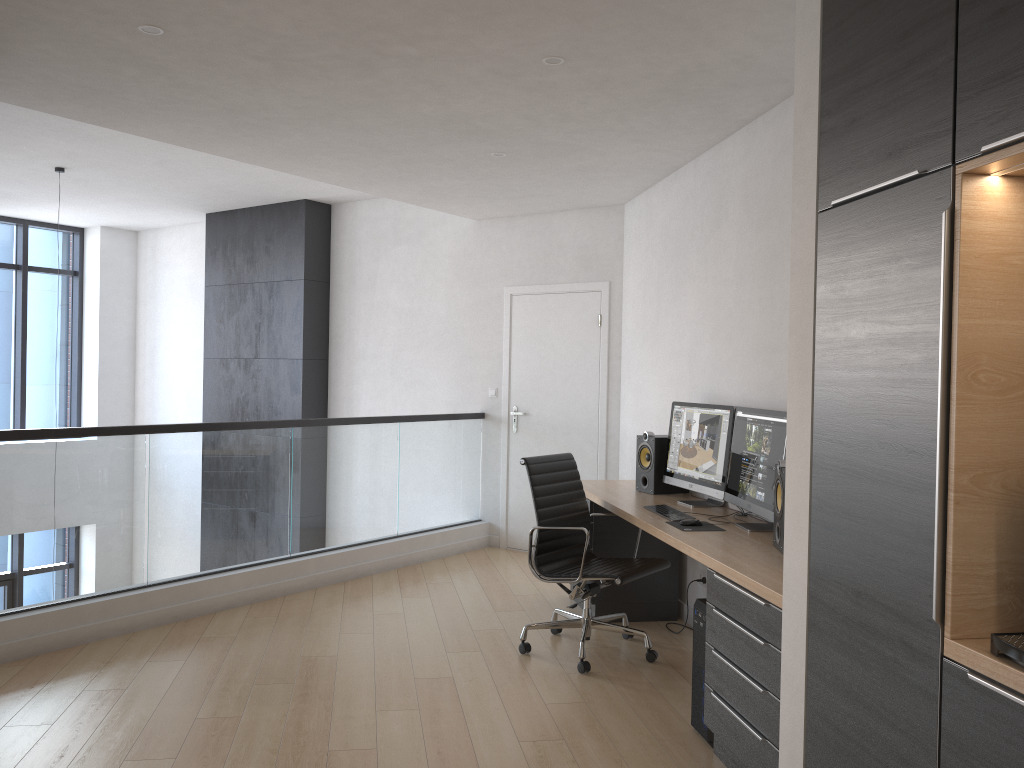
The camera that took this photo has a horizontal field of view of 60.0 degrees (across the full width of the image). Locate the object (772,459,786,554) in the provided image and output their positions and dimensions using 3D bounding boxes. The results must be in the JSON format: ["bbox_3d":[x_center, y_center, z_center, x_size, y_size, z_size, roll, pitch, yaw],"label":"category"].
[{"bbox_3d":[1.165,0.476,3.472,0.249,0.354,0.198,1,1,6],"label":"object"}]

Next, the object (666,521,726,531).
[{"bbox_3d":[0.823,0.640,3.991,0.200,0.002,0.250,1,1,-9],"label":"object"}]

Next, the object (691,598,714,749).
[{"bbox_3d":[0.969,1.134,3.510,0.474,0.527,0.215,1,1,-9],"label":"object"}]

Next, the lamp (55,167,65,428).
[{"bbox_3d":[-3.666,0.528,7.122,1.000,4.513,1.000,2,1,37],"label":"lamp"}]

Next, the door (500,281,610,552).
[{"bbox_3d":[0.318,0.286,6.953,0.974,2.136,0.085,2,1,36],"label":"door"}]

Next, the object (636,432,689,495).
[{"bbox_3d":[0.875,0.454,5.169,0.249,0.354,0.198,1,1,-24],"label":"object"}]

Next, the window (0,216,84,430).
[{"bbox_3d":[-5.365,-0.588,9.680,0.170,2.402,1.310,2,1,36],"label":"window"}]

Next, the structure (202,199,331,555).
[{"bbox_3d":[-2.598,1.454,8.595,1.500,6.351,0.722,2,1,36],"label":"structure"}]

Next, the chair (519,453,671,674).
[{"bbox_3d":[0.424,0.879,4.570,0.699,0.991,0.664,2,1,41],"label":"chair"}]

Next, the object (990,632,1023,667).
[{"bbox_3d":[1.326,0.376,1.618,0.584,0.398,0.618,1,1,-9],"label":"object"}]

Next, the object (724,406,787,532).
[{"bbox_3d":[1.126,0.380,3.970,0.190,0.535,0.716,1,1,-4],"label":"object"}]
